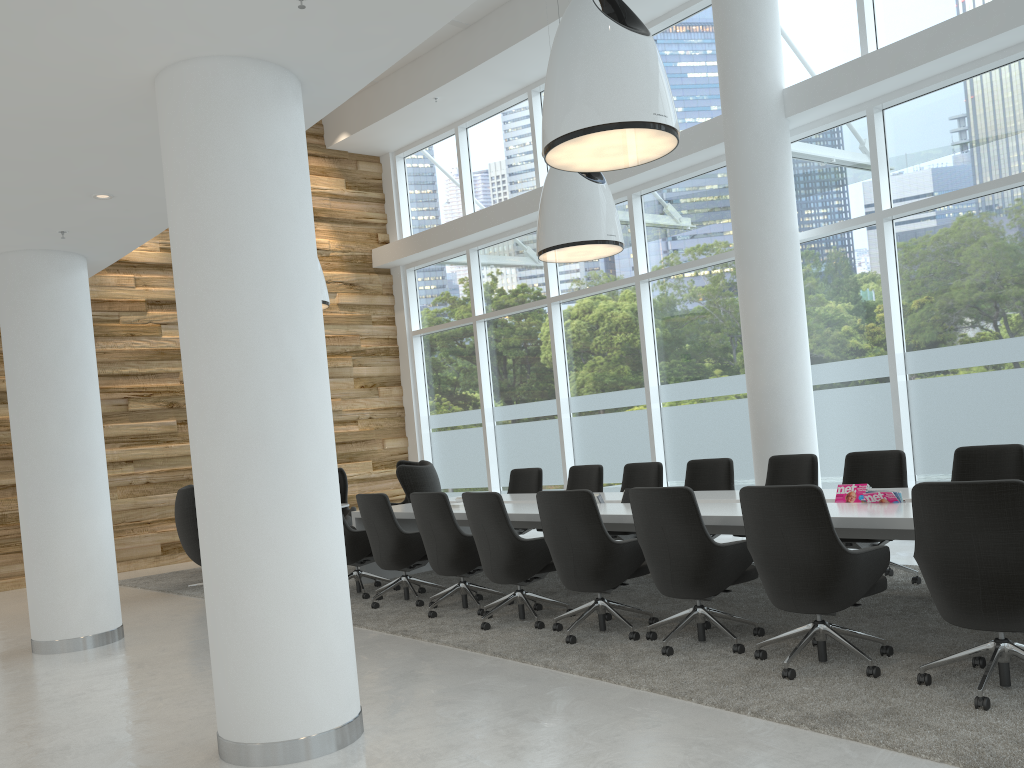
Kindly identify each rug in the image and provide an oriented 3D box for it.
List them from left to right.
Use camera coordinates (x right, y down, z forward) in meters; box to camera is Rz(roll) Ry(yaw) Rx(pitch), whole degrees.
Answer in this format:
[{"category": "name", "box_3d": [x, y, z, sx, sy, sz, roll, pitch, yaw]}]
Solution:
[{"category": "rug", "box_3d": [0.808, 1.675, 6.932, 3.929, 0.010, 13.495, -3, -4, -40]}]

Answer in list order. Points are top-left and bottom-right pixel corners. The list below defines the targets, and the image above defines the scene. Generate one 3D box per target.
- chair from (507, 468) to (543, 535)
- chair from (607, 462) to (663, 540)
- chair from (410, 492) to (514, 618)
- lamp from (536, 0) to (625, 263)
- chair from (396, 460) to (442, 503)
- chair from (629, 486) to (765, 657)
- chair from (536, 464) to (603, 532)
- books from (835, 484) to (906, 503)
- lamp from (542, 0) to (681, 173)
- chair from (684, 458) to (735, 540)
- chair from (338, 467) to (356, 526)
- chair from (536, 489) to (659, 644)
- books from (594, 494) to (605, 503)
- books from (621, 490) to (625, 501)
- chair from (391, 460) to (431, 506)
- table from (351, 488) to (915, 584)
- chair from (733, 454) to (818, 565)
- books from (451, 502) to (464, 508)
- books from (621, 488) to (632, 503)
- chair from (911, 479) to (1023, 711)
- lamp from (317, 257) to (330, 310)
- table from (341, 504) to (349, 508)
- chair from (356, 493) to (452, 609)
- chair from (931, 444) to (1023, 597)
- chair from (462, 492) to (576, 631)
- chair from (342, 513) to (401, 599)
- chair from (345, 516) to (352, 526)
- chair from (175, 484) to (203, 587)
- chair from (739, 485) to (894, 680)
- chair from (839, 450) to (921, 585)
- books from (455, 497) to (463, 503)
[{"category": "chair", "box_3d": [0.028, 1.412, 9.569, 0.688, 0.966, 0.672, -6, -1, 45]}, {"category": "chair", "box_3d": [1.101, 1.236, 8.266, 0.672, 0.966, 0.688, -5, -1, -40]}, {"category": "chair", "box_3d": [-0.417, 1.301, 6.965, 0.672, 0.966, 0.688, -5, -1, -40]}, {"category": "lamp", "box_3d": [0.517, -3.116, 8.850, 0.884, 3.648, 0.883, -5, 0, 3]}, {"category": "chair", "box_3d": [-1.243, 1.476, 10.203, 0.918, 1.153, 0.913, -6, -1, 10]}, {"category": "chair", "box_3d": [1.076, 1.061, 5.241, 0.672, 0.966, 0.688, -5, -1, -40]}, {"category": "chair", "box_3d": [0.614, 1.319, 8.919, 0.672, 0.966, 0.688, -5, -1, -40]}, {"category": "books", "box_3d": [2.192, 0.759, 5.437, 0.230, 0.275, 0.598, -5, -3, -20]}, {"category": "lamp", "box_3d": [0.463, -3.298, 5.646, 0.884, 3.648, 0.883, -5, 0, 5]}, {"category": "chair", "box_3d": [1.636, 1.156, 7.755, 0.688, 0.966, 0.672, -6, -1, 45]}, {"category": "chair", "box_3d": [-2.539, 1.688, 11.764, 0.912, 1.153, 0.919, -5, -1, -20]}, {"category": "chair", "box_3d": [0.540, 1.141, 5.752, 0.688, 0.966, 0.672, -6, -1, 45]}, {"category": "books", "box_3d": [0.686, 0.997, 7.147, 0.153, 0.238, 0.191, -5, -1, -40]}, {"category": "books", "box_3d": [0.987, 0.955, 6.961, 0.158, 0.241, 0.353, -5, -2, -40]}, {"category": "chair", "box_3d": [-1.400, 1.563, 11.432, 0.917, 1.153, 0.914, -6, -1, 40]}, {"category": "table", "box_3d": [1.108, 1.265, 6.767, 1.496, 0.739, 6.579, -3, -4, -40]}, {"category": "chair", "box_3d": [2.153, 1.073, 7.166, 0.672, 0.966, 0.687, -5, -1, -35]}, {"category": "books", "box_3d": [-0.445, 1.107, 8.142, 0.223, 0.026, 0.264, -3, -4, -30]}, {"category": "books", "box_3d": [0.985, 0.935, 6.936, 0.139, 0.229, 0.358, -5, -2, -40]}, {"category": "chair", "box_3d": [2.149, 0.884, 3.939, 0.688, 0.966, 0.672, -6, -1, 45]}, {"category": "lamp", "box_3d": [-2.777, -2.710, 10.523, 0.884, 3.648, 0.884, -5, 0, -2]}, {"category": "table", "box_3d": [-2.317, 1.824, 10.598, 0.798, 0.696, 0.801, -5, -2, -15]}, {"category": "chair", "box_3d": [-0.949, 1.388, 7.586, 0.672, 0.966, 0.688, -5, -1, -40]}, {"category": "chair", "box_3d": [3.126, 0.909, 5.921, 0.672, 0.966, 0.688, -5, -1, -40]}, {"category": "chair", "box_3d": [0.023, 1.224, 6.341, 0.672, 0.966, 0.687, -5, -1, -35]}, {"category": "chair", "box_3d": [-1.468, 1.473, 8.212, 0.672, 0.966, 0.687, -5, -1, -35]}, {"category": "chair", "box_3d": [-2.163, 1.519, 9.464, 0.912, 1.153, 0.919, -5, -1, -20]}, {"category": "chair", "box_3d": [-3.230, 1.642, 9.857, 0.917, 1.153, 0.914, -6, -1, 40]}, {"category": "chair", "box_3d": [1.563, 0.977, 4.589, 0.672, 0.966, 0.688, -5, -1, -40]}, {"category": "chair", "box_3d": [2.593, 0.995, 6.543, 0.672, 0.966, 0.688, -5, -1, -40]}, {"category": "books", "box_3d": [-0.437, 1.190, 8.498, 0.138, 0.223, 0.162, -5, -1, -40]}]
